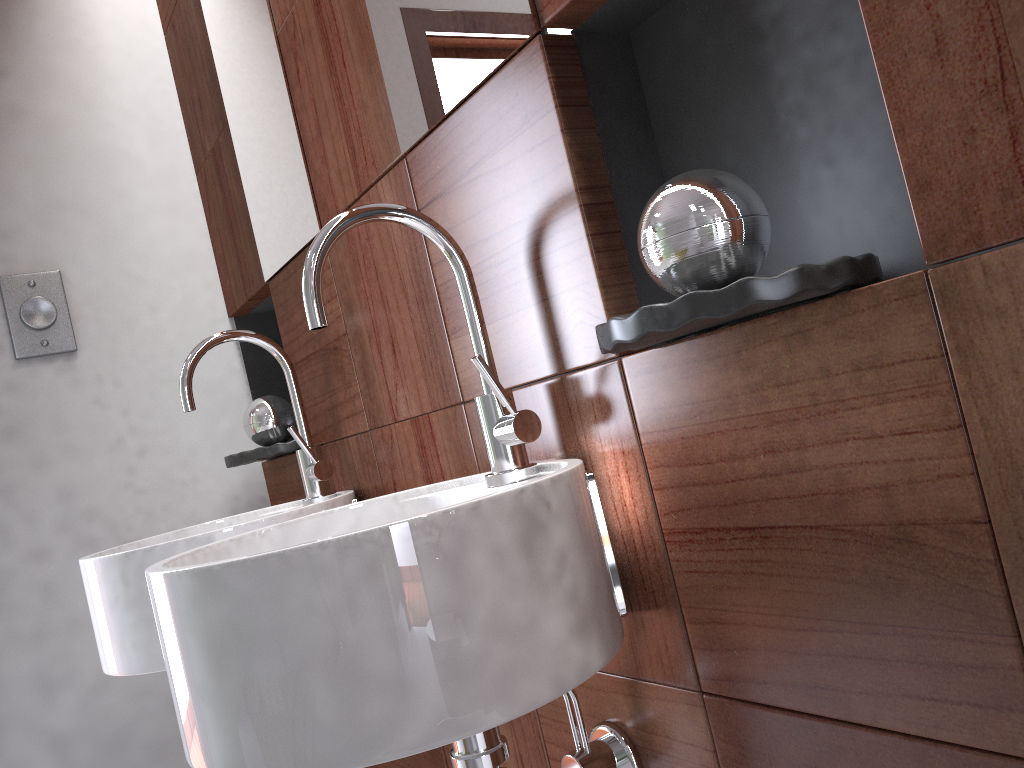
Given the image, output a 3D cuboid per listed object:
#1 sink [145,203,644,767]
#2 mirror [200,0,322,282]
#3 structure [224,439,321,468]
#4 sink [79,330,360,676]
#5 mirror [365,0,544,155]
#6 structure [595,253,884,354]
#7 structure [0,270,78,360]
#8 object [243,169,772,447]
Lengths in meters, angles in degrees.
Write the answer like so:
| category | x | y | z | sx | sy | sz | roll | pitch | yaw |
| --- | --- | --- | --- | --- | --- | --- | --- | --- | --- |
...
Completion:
| category | x | y | z | sx | sy | sz | roll | pitch | yaw |
| --- | --- | --- | --- | --- | --- | --- | --- | --- | --- |
| sink | -0.120 | 0.177 | 0.852 | 0.417 | 0.715 | 0.415 | -12 | -2 | -32 |
| mirror | -0.447 | -0.522 | 1.523 | 0.010 | 0.635 | 0.316 | -12 | -2 | -32 |
| structure | -0.457 | 0.131 | 1.766 | 0.222 | 0.023 | 0.220 | -14 | -2 | 18 |
| sink | -0.439 | 0.273 | 1.389 | 0.417 | 0.715 | 0.415 | -12 | -2 | -32 |
| mirror | -0.127 | -0.618 | 0.985 | 0.010 | 0.635 | 0.316 | -12 | -2 | -32 |
| structure | 0.176 | -0.061 | 0.702 | 0.222 | 0.023 | 0.220 | -12 | -3 | -42 |
| structure | -0.917 | -0.136 | 1.717 | 0.109 | 0.164 | 0.028 | -12 | -2 | -32 |
| object | -0.164 | -0.021 | 1.228 | 0.104 | 0.104 | 1.350 | -12 | -2 | -32 |
